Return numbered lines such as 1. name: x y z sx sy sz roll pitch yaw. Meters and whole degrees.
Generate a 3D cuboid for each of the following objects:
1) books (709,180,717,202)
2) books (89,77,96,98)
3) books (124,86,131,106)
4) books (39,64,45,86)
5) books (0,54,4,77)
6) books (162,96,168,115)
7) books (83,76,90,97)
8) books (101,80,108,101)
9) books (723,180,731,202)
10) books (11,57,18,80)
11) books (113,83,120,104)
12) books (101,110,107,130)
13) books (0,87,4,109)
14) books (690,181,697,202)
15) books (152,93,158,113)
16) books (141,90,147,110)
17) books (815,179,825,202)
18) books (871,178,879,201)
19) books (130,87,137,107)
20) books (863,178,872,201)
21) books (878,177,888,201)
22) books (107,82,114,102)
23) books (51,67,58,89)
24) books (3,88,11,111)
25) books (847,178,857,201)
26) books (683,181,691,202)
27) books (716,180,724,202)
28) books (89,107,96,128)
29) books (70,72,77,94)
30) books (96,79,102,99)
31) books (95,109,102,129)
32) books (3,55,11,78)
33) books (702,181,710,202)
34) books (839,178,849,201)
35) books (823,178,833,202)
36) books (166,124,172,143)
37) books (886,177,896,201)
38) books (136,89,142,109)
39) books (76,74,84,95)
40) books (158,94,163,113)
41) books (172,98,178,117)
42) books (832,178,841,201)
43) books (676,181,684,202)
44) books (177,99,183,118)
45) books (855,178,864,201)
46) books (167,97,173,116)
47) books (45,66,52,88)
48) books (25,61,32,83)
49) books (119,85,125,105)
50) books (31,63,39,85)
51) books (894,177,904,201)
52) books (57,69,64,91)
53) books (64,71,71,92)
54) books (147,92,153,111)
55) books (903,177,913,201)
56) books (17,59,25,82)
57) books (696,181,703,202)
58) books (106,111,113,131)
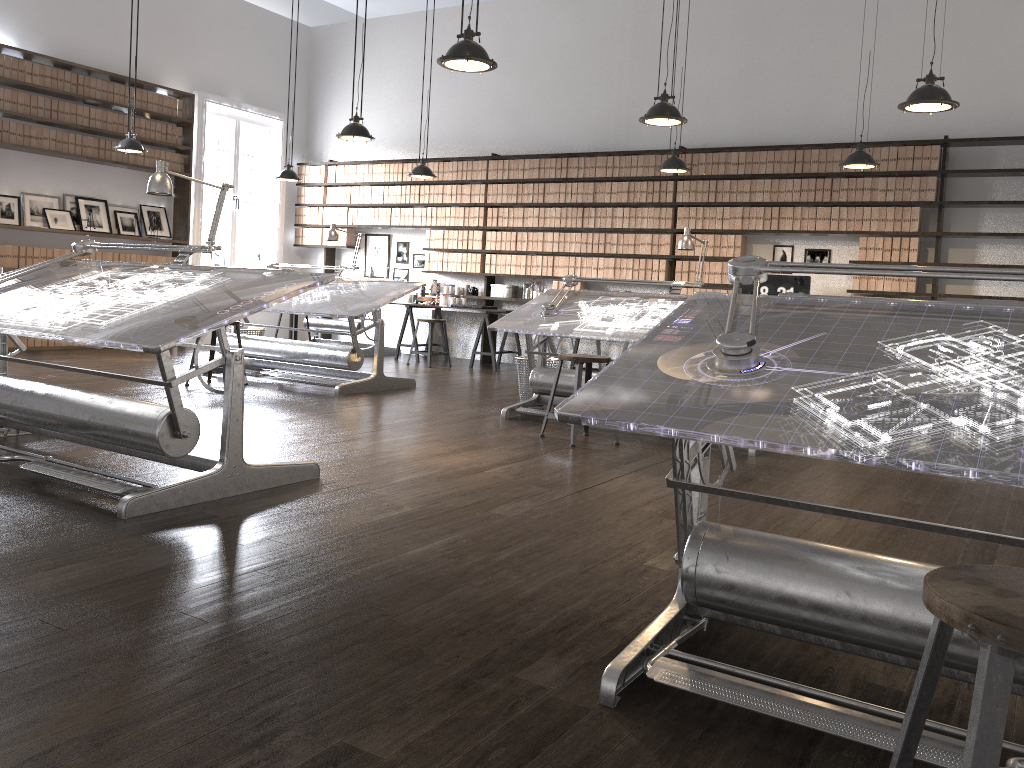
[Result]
1. books: 2.073 -1.953 9.036 0.067 0.225 0.175 5 5 31
2. books: -4.575 -3.187 9.561 0.175 0.225 0.067 6 4 31
3. books: -4.354 -3.212 9.921 0.175 0.225 0.067 6 4 31
4. books: -4.874 -3.154 9.086 0.175 0.225 0.067 6 4 31
5. books: -5.089 -3.128 8.727 0.175 0.225 0.067 6 4 31
6. books: -4.101 -3.242 10.334 0.175 0.225 0.067 6 4 31
7. books: -4.616 -3.184 9.509 0.175 0.225 0.067 6 4 31
8. books: -4.507 -3.196 9.686 0.175 0.225 0.067 6 4 31
9. books: 2.198 -1.938 8.961 0.067 0.225 0.174 5 5 31
10. books: -5.020 -3.137 8.852 0.175 0.225 0.067 6 4 31
11. books: -4.429 -3.205 9.808 0.175 0.225 0.067 6 4 31
12. books: -4.523 -2.879 9.702 0.175 0.225 0.067 6 4 31
13. books: -5.104 -2.812 8.751 0.175 0.225 0.067 6 4 31
14. books: 1.900 -1.974 9.141 0.067 0.225 0.175 5 5 31
15. books: -4.171 -3.234 10.225 0.175 0.225 0.067 6 4 31
16. books: -4.248 -3.226 10.104 0.175 0.225 0.067 6 4 31
17. books: 2.969 -1.845 8.493 0.067 0.225 0.175 5 5 31
18. books: 3.390 -1.794 8.232 0.067 0.225 0.175 5 5 31
19. books: -4.319 -3.217 9.985 0.175 0.225 0.067 6 4 31
20. books: 3.331 -1.800 8.263 0.067 0.225 0.175 5 5 31
21. books: 3.443 -1.787 8.198 0.067 0.225 0.175 5 5 31
22. books: -4.469 -3.200 9.745 0.175 0.225 0.067 6 4 31
23. books: -4.805 -3.162 9.200 0.175 0.225 0.067 6 4 31
24. books: -5.068 -2.816 8.814 0.175 0.225 0.067 6 4 31
25. books: 3.216 -1.815 8.340 0.067 0.225 0.174 5 5 31
26. books: 1.838 -1.981 9.179 0.067 0.225 0.175 5 5 31
27. books: 2.140 -1.946 9.002 0.067 0.225 0.175 5 5 31
28. books: -4.591 -2.871 9.585 0.175 0.225 0.067 6 4 31
29. books: -4.694 -3.175 9.382 0.175 0.225 0.067 6 4 31
30. books: -4.540 -3.192 9.625 0.175 0.225 0.067 6 4 31
31. books: -4.554 -2.875 9.648 0.175 0.225 0.067 6 4 31
32. books: -5.054 -3.133 8.791 0.175 0.225 0.067 6 4 31
33. books: 2.013 -1.961 9.079 0.067 0.225 0.175 5 5 31
34. books: 3.154 -1.822 8.374 0.067 0.225 0.174 5 5 31
35. books: 3.029 -1.837 8.449 0.067 0.225 0.175 5 5 31
36. books: -4.083 -2.929 10.411 0.175 0.225 0.067 6 4 31
37. books: 3.503 -1.780 8.159 0.067 0.225 0.175 5 5 31
38. books: -4.286 -3.222 10.046 0.175 0.225 0.067 6 4 31
39. books: -4.650 -3.179 9.443 0.175 0.225 0.067 6 4 31
40. books: -4.140 -3.238 10.279 0.175 0.225 0.067 6 4 31
41. books: -4.033 -3.251 10.455 0.175 0.225 0.067 6 4 31
42. books: 3.096 -1.830 8.415 0.067 0.225 0.175 5 5 31
43. books: 1.779 -1.989 9.219 0.067 0.225 0.174 5 5 31
44. books: -3.993 -3.254 10.513 0.175 0.225 0.067 6 4 31
45. books: 3.277 -1.808 8.303 0.067 0.225 0.175 5 5 31
46. books: -4.070 -3.246 10.394 0.175 0.225 0.067 6 4 31
47. books: -4.835 -3.157 9.140 0.175 0.225 0.067 6 4 31
48. books: -4.942 -3.145 8.969 0.175 0.225 0.067 6 4 31
49. books: -4.392 -3.208 9.859 0.175 0.225 0.067 6 4 31
50. books: -4.906 -3.150 9.031 0.175 0.225 0.067 6 4 31
51. books: 3.565 -1.773 8.126 0.067 0.225 0.175 5 5 31
52. books: -4.768 -3.166 9.261 0.175 0.225 0.067 6 4 31
53. books: -4.727 -3.170 9.319 0.175 0.225 0.067 6 4 31
54. books: -4.208 -3.230 10.162 0.175 0.225 0.067 6 4 31
55. books: 3.625 -1.765 8.091 0.067 0.225 0.174 5 5 31
56. books: -4.982 -3.141 8.911 0.175 0.225 0.067 6 4 31
57. books: 1.956 -1.968 9.112 0.067 0.225 0.175 5 5 31
58. books: -4.484 -2.883 9.757 0.175 0.225 0.067 6 4 31
